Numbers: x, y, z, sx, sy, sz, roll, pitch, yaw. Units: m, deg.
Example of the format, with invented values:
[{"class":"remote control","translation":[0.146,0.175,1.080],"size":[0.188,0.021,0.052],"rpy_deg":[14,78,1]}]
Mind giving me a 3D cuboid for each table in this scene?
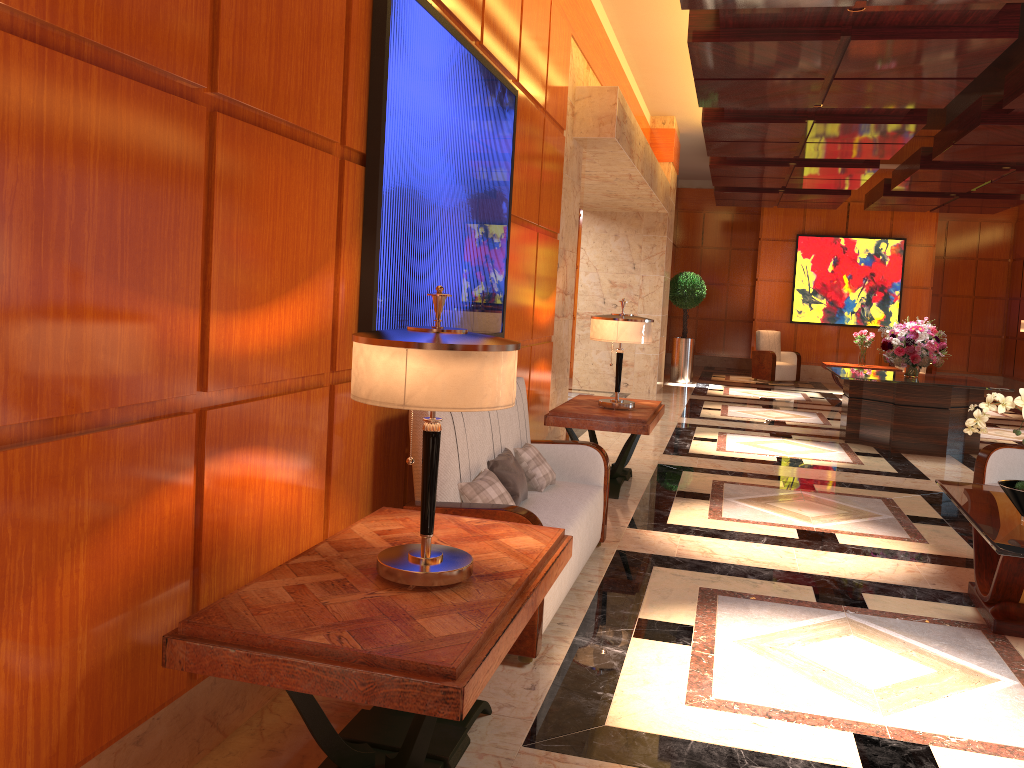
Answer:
[{"class":"table","translation":[4.293,0.292,9.616],"size":[1.601,0.743,1.604],"rpy_deg":[5,6,14]},{"class":"table","translation":[2.492,0.877,4.175],"size":[0.723,0.494,1.563],"rpy_deg":[5,6,17]},{"class":"table","translation":[5.748,-0.036,14.653],"size":[1.168,0.533,0.726],"rpy_deg":[5,5,14]},{"class":"table","translation":[-0.310,0.825,2.567],"size":[0.726,0.605,1.273],"rpy_deg":[4,6,14]},{"class":"table","translation":[0.715,0.464,6.658],"size":[0.726,0.605,1.273],"rpy_deg":[4,6,14]}]

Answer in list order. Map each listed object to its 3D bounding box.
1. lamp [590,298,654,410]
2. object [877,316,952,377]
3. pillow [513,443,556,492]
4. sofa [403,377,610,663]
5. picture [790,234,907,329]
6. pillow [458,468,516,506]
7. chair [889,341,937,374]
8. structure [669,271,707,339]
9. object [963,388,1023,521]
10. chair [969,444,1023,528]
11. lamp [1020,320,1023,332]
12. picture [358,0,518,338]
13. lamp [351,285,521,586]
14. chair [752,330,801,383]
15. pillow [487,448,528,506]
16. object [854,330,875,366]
[{"class":"lamp","translation":[0.789,-0.222,6.467],"size":[0.459,0.808,0.459],"rpy_deg":[5,4,23]},{"class":"object","translation":[4.329,-0.405,9.554],"size":[0.650,0.656,0.682],"rpy_deg":[4,5,5]},{"class":"pillow","translation":[0.122,0.439,4.650],"size":[0.202,0.229,0.274],"rpy_deg":[5,5,16]},{"class":"sofa","translation":[0.050,0.502,4.228],"size":[0.613,0.930,1.803],"rpy_deg":[4,5,14]},{"class":"picture","translation":[6.484,-1.985,17.136],"size":[1.998,1.732,0.056],"rpy_deg":[4,4,14]},{"class":"pillow","translation":[-0.098,0.508,3.796],"size":[0.195,0.226,0.345],"rpy_deg":[5,5,19]},{"class":"chair","translation":[7.391,-0.335,16.329],"size":[0.739,0.958,0.629],"rpy_deg":[6,5,33]},{"class":"structure","translation":[3.051,-1.144,15.656],"size":[0.721,1.708,0.724],"rpy_deg":[3,4,-8]},{"class":"object","translation":[2.440,0.330,4.040],"size":[0.788,0.616,0.419],"rpy_deg":[2,4,-9]},{"class":"chair","translation":[3.375,0.549,5.478],"size":[0.628,0.958,0.740],"rpy_deg":[3,4,-7]},{"class":"lamp","translation":[8.754,-0.445,14.807],"size":[0.527,1.656,0.360],"rpy_deg":[3,4,4]},{"class":"picture","translation":[-0.274,-0.905,4.251],"size":[0.056,1.448,2.001],"rpy_deg":[4,5,14]},{"class":"lamp","translation":[-0.219,0.125,2.441],"size":[0.458,0.792,0.460],"rpy_deg":[1,5,-24]},{"class":"chair","translation":[5.032,-0.528,16.908],"size":[0.737,0.958,0.630],"rpy_deg":[1,5,-27]},{"class":"pillow","translation":[-0.019,0.460,4.224],"size":[0.160,0.252,0.358],"rpy_deg":[4,5,10]},{"class":"object","translation":[5.802,-0.600,14.643],"size":[0.351,0.594,0.327],"rpy_deg":[6,5,34]}]
